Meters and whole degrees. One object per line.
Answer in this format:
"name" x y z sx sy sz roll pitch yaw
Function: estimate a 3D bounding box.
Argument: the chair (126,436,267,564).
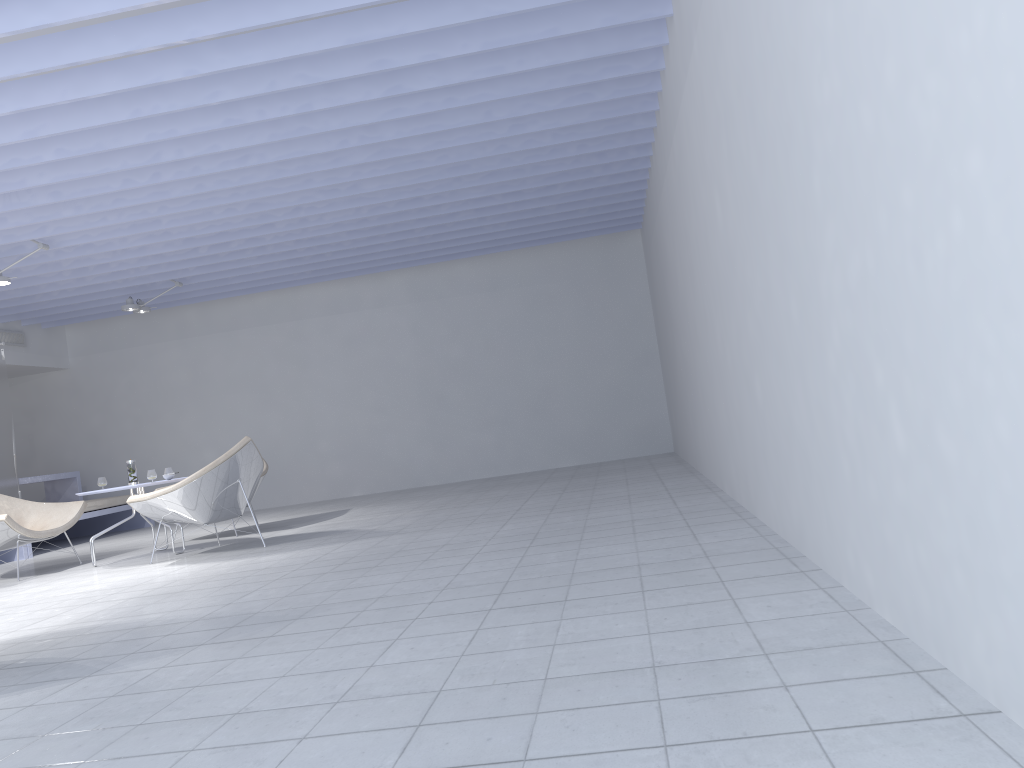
"chair" -2.044 0.776 6.130 0.753 0.759 0.906 -9 -3 24

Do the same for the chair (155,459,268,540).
"chair" -2.430 0.890 7.529 0.906 0.759 0.753 -9 -3 21

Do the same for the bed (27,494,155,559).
"bed" -5.250 1.541 9.227 2.016 0.427 2.200 -9 -2 6

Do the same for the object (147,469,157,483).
"object" -2.577 0.660 6.348 0.068 0.091 0.068 -8 -2 -4

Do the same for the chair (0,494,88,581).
"chair" -3.708 1.033 6.486 0.753 0.759 0.906 -9 -2 10

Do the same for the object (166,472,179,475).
"object" -2.482 0.657 6.481 0.098 0.016 0.012 -9 -2 6

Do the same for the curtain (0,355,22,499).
"curtain" -5.494 0.650 8.170 1.998 1.559 0.125 -8 -2 5

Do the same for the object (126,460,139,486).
"object" -2.815 0.658 6.575 0.075 0.185 0.075 -7 -3 -31

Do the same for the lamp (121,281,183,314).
"lamp" -3.586 -0.873 8.896 0.587 0.218 0.380 -9 -2 6

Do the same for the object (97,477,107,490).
"object" -3.064 0.743 6.634 0.068 0.091 0.068 -8 -2 -4

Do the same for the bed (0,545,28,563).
"bed" -5.508 1.486 7.031 2.016 0.427 2.200 -9 -2 6

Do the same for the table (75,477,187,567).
"table" -2.728 1.007 6.534 0.825 0.534 0.823 -8 -2 -17

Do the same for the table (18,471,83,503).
"table" -5.243 1.247 9.759 0.416 0.450 1.065 -9 -2 6

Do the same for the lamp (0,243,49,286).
"lamp" -3.833 -0.925 6.799 0.587 0.218 0.380 -9 -2 6

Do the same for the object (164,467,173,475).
"object" -2.639 0.689 6.819 0.068 0.091 0.068 -8 -2 -4

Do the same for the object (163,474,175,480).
"object" -2.510 0.681 6.489 0.082 0.043 0.082 -9 -2 8
